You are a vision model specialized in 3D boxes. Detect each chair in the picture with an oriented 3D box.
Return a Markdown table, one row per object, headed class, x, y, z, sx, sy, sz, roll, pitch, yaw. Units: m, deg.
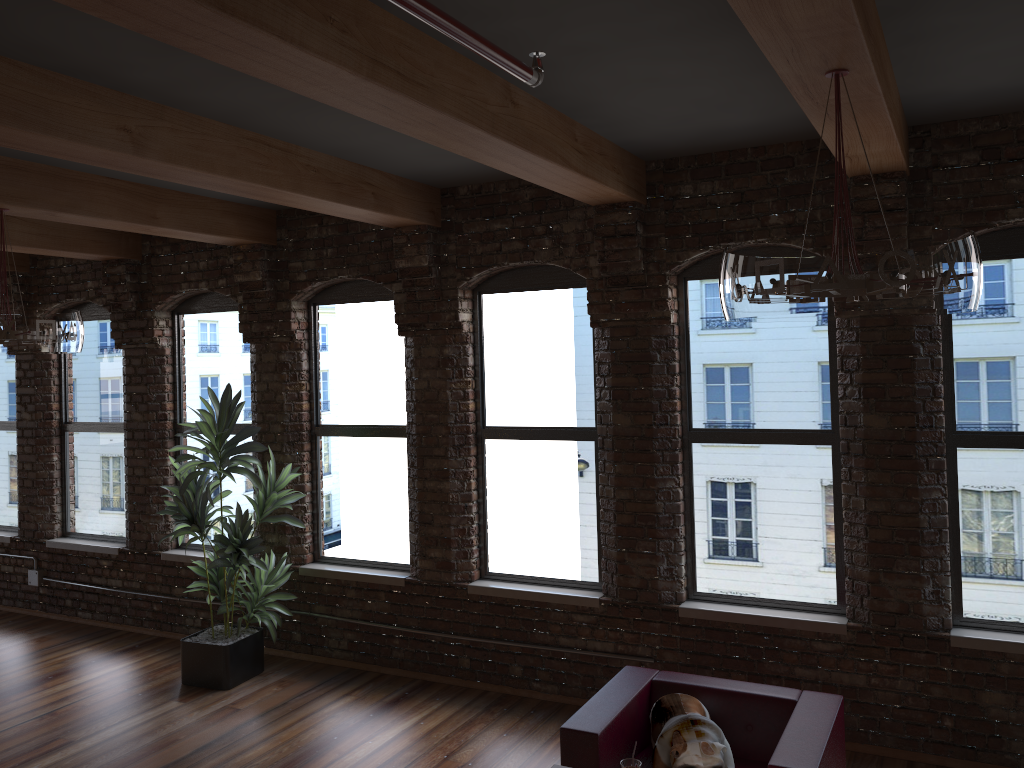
| class | x | y | z | sx | sy | sz | roll | pitch | yaw |
| --- | --- | --- | --- | --- | --- | --- | --- | --- | --- |
| chair | 0.885 | 1.767 | 3.990 | 1.070 | 0.593 | 0.866 | -1 | 1 | 27 |

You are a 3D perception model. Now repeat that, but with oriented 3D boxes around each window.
| class | x | y | z | sx | sy | sz | roll | pitch | yaw |
| --- | --- | --- | --- | --- | --- | --- | --- | --- | --- |
| window | -2.463 | 0.338 | 7.249 | 0.968 | 2.217 | 0.235 | -2 | -1 | 27 |
| window | -3.769 | 0.357 | 7.916 | 0.968 | 2.217 | 0.232 | -2 | -1 | 27 |
| window | 2.755 | 0.263 | 4.575 | 0.968 | 2.217 | 0.235 | -2 | -1 | 27 |
| window | -5.073 | 0.376 | 8.587 | 0.968 | 2.217 | 0.236 | -2 | -1 | 27 |
| window | 1.450 | 0.282 | 5.243 | 0.968 | 2.217 | 0.235 | -2 | -1 | 27 |
| window | -1.158 | 0.319 | 6.580 | 0.968 | 2.217 | 0.235 | -2 | -1 | 27 |
| window | 0.146 | 0.301 | 5.912 | 0.968 | 2.217 | 0.235 | -2 | -1 | 27 |

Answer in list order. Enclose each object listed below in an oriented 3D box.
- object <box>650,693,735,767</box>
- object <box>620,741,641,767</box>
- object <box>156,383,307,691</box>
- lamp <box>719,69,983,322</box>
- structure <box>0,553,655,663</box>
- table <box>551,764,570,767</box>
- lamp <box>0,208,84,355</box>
| class | x | y | z | sx | sy | sz | roll | pitch | yaw |
| --- | --- | --- | --- | --- | --- | --- | --- | --- | --- |
| object | 0.768 | 1.596 | 3.913 | 0.365 | 0.297 | 0.754 | -2 | 1 | -1 |
| object | 0.440 | 1.434 | 3.206 | 0.095 | 0.232 | 0.075 | -1 | -1 | -30 |
| object | -2.070 | 1.038 | 6.368 | 1.079 | 2.105 | 0.967 | -2 | -1 | 40 |
| lamp | 1.091 | -0.631 | 2.936 | 0.809 | 0.815 | 0.809 | -2 | 0 | -22 |
| structure | -5.277 | 1.685 | 8.523 | 13.699 | 0.313 | 1.634 | -1 | 2 | 20 |
| table | 0.179 | 1.848 | 2.621 | 0.900 | 0.550 | 1.751 | -1 | 1 | 27 |
| lamp | -2.846 | -0.575 | 4.953 | 0.810 | 0.815 | 0.809 | -2 | 0 | -20 |
